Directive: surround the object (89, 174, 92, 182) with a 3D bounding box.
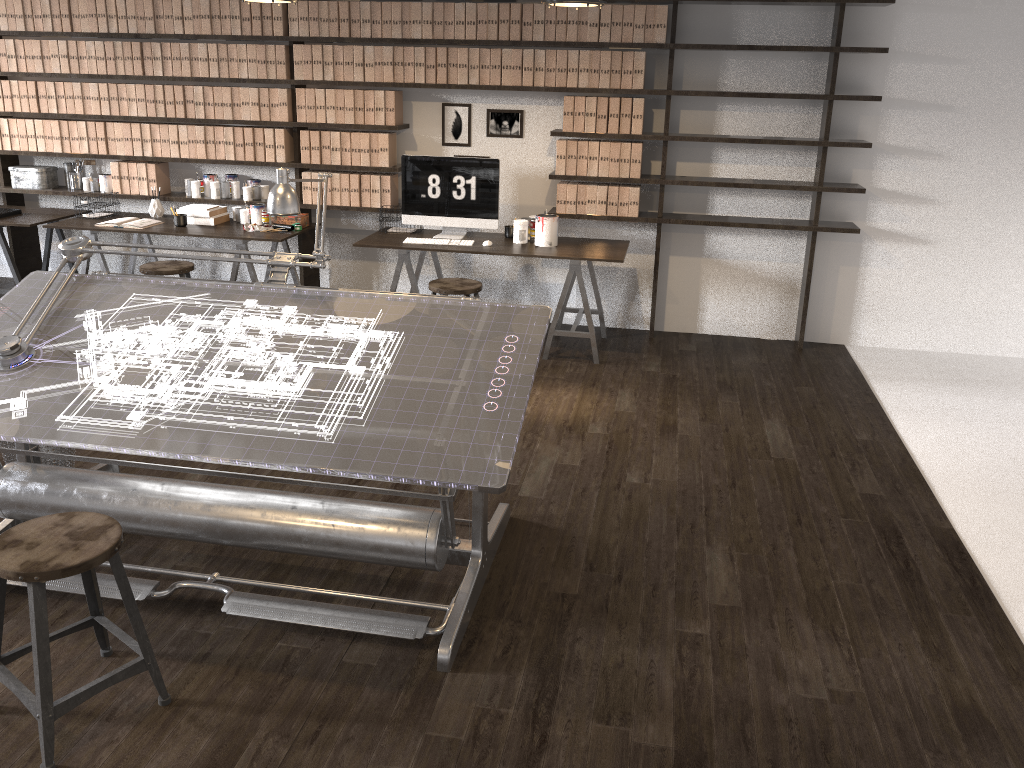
[{"bbox_3d":[-3.049,-1.461,6.428,0.028,0.125,0.004,4,17,8],"label":"object"}]

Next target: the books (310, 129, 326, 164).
[{"bbox_3d":[-1.314,-1.622,6.066,0.067,0.222,0.177,4,18,9],"label":"books"}]

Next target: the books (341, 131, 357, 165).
[{"bbox_3d":[-1.100,-1.606,6.035,0.067,0.222,0.177,4,18,9],"label":"books"}]

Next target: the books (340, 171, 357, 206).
[{"bbox_3d":[-1.122,-1.346,6.118,0.067,0.222,0.177,4,18,9],"label":"books"}]

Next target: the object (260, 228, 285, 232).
[{"bbox_3d":[-1.565,-1.012,5.811,0.172,0.017,0.011,-6,19,-20],"label":"object"}]

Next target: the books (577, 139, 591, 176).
[{"bbox_3d":[0.469,-1.473,5.769,0.067,0.222,0.177,4,18,9],"label":"books"}]

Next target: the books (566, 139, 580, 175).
[{"bbox_3d":[0.400,-1.478,5.779,0.067,0.222,0.177,4,18,9],"label":"books"}]

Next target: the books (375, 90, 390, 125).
[{"bbox_3d":[-0.855,-1.843,5.910,0.067,0.222,0.177,4,18,9],"label":"books"}]

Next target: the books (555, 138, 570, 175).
[{"bbox_3d":[0.330,-1.482,5.787,0.067,0.222,0.177,4,18,9],"label":"books"}]

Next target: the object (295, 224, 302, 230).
[{"bbox_3d":[-1.417,-1.040,5.874,0.049,0.037,0.050,6,19,13],"label":"object"}]

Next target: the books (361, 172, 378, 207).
[{"bbox_3d":[-0.976,-1.334,6.093,0.067,0.222,0.177,4,18,9],"label":"books"}]

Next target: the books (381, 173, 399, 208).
[{"bbox_3d":[-0.836,-1.322,6.069,0.067,0.222,0.177,4,18,9],"label":"books"}]

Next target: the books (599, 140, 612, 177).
[{"bbox_3d":[0.607,-1.458,5.738,0.067,0.222,0.177,4,18,9],"label":"books"}]

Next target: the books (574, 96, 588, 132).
[{"bbox_3d":[0.444,-1.734,5.693,0.067,0.222,0.177,4,18,9],"label":"books"}]

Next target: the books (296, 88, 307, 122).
[{"bbox_3d":[-1.396,-1.891,6.007,0.067,0.222,0.177,4,18,9],"label":"books"}]

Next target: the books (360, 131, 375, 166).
[{"bbox_3d":[-0.965,-1.592,6.006,0.067,0.222,0.177,4,18,9],"label":"books"}]

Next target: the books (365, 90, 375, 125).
[{"bbox_3d":[-0.924,-1.850,5.926,0.067,0.222,0.177,4,18,9],"label":"books"}]

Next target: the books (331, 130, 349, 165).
[{"bbox_3d":[-1.170,-1.610,6.042,0.067,0.222,0.177,4,18,9],"label":"books"}]

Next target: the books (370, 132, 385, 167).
[{"bbox_3d":[-0.899,-1.588,5.999,0.067,0.222,0.177,4,18,9],"label":"books"}]

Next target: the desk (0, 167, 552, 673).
[{"bbox_3d":[-0.936,-0.042,3.072,2.070,1.366,1.092,5,18,10],"label":"desk"}]

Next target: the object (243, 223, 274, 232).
[{"bbox_3d":[-1.671,-1.035,5.835,0.197,0.050,0.134,-5,20,-18],"label":"object"}]

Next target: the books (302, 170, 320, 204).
[{"bbox_3d":[-1.392,-1.368,6.160,0.067,0.222,0.177,4,18,9],"label":"books"}]

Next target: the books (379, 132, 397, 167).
[{"bbox_3d":[-0.837,-1.582,5.987,0.067,0.222,0.177,4,18,9],"label":"books"}]

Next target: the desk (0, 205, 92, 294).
[{"bbox_3d":[-3.953,-0.915,6.389,1.669,0.660,0.665,5,19,10],"label":"desk"}]

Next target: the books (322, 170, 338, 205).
[{"bbox_3d":[-1.250,-1.355,6.133,0.067,0.222,0.177,4,18,9],"label":"books"}]

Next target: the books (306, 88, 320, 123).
[{"bbox_3d":[-1.328,-1.885,5.994,0.067,0.222,0.177,4,18,9],"label":"books"}]

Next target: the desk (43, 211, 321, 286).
[{"bbox_3d":[-2.218,-0.767,6.094,1.669,0.660,0.665,5,19,10],"label":"desk"}]

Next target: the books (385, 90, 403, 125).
[{"bbox_3d":[-0.784,-1.839,5.903,0.067,0.222,0.177,4,18,9],"label":"books"}]

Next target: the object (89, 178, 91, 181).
[{"bbox_3d":[-3.045,-1.451,6.414,0.035,0.101,0.005,3,17,5],"label":"object"}]

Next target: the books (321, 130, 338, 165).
[{"bbox_3d":[-1.239,-1.618,6.059,0.067,0.222,0.177,4,18,9],"label":"books"}]

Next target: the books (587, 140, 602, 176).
[{"bbox_3d":[0.536,-1.465,5.753,0.067,0.222,0.177,4,18,9],"label":"books"}]

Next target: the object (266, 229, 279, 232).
[{"bbox_3d":[-1.572,-1.008,5.808,0.006,0.006,0.158,12,22,28],"label":"object"}]

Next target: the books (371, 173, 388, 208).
[{"bbox_3d":[-0.907,-1.326,6.077,0.067,0.222,0.177,4,18,9],"label":"books"}]

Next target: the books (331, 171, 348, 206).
[{"bbox_3d":[-1.187,-1.351,6.127,0.067,0.222,0.177,4,18,9],"label":"books"}]

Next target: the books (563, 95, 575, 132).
[{"bbox_3d":[0.374,-1.740,5.705,0.067,0.222,0.177,4,18,9],"label":"books"}]

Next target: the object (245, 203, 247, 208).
[{"bbox_3d":[-1.838,-1.203,6.158,0.036,0.116,0.005,6,18,15],"label":"object"}]

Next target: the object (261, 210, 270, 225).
[{"bbox_3d":[-1.661,-1.116,5.970,0.049,0.110,0.050,6,18,13],"label":"object"}]

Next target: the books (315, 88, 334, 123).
[{"bbox_3d":[-1.260,-1.877,5.979,0.067,0.222,0.177,4,18,9],"label":"books"}]

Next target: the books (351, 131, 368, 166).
[{"bbox_3d":[-1.030,-1.600,6.023,0.067,0.222,0.177,4,18,9],"label":"books"}]

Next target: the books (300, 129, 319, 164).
[{"bbox_3d":[-1.386,-1.630,6.084,0.067,0.222,0.177,4,18,9],"label":"books"}]

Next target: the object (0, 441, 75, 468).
[{"bbox_3d":[-1.959,0.247,3.668,0.354,0.372,0.356,12,21,30],"label":"object"}]

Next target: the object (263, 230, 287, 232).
[{"bbox_3d":[-1.553,-1.006,5.816,0.158,0.005,0.005,-7,20,-23],"label":"object"}]

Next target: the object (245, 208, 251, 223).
[{"bbox_3d":[-1.814,-1.164,6.109,0.045,0.099,0.045,5,18,10],"label":"object"}]

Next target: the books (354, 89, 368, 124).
[{"bbox_3d":[-0.994,-1.856,5.938,0.067,0.222,0.177,4,18,9],"label":"books"}]

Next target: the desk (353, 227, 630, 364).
[{"bbox_3d":[-0.113,-0.588,5.736,1.669,0.660,0.665,5,19,10],"label":"desk"}]

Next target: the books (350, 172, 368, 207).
[{"bbox_3d":[-1.050,-1.338,6.100,0.067,0.222,0.177,4,18,9],"label":"books"}]

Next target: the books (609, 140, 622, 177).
[{"bbox_3d":[0.672,-1.453,5.727,0.067,0.222,0.177,4,18,9],"label":"books"}]

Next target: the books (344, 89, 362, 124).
[{"bbox_3d":[-1.061,-1.860,5.944,0.067,0.222,0.177,4,18,9],"label":"books"}]

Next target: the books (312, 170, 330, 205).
[{"bbox_3d":[-1.321,-1.361,6.145,0.067,0.222,0.177,4,18,9],"label":"books"}]

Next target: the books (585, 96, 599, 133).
[{"bbox_3d":[0.513,-1.727,5.678,0.067,0.222,0.177,4,18,9],"label":"books"}]

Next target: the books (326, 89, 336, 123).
[{"bbox_3d":[-1.188,-1.872,5.968,0.067,0.222,0.177,4,18,9],"label":"books"}]

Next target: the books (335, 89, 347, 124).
[{"bbox_3d":[-1.126,-1.867,5.959,0.067,0.222,0.177,4,18,9],"label":"books"}]

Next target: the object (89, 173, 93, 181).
[{"bbox_3d":[-3.044,-1.469,6.430,0.041,0.123,0.008,1,17,-1],"label":"object"}]

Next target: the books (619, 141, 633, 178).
[{"bbox_3d":[0.735,-1.449,5.720,0.067,0.222,0.177,4,18,9],"label":"books"}]
